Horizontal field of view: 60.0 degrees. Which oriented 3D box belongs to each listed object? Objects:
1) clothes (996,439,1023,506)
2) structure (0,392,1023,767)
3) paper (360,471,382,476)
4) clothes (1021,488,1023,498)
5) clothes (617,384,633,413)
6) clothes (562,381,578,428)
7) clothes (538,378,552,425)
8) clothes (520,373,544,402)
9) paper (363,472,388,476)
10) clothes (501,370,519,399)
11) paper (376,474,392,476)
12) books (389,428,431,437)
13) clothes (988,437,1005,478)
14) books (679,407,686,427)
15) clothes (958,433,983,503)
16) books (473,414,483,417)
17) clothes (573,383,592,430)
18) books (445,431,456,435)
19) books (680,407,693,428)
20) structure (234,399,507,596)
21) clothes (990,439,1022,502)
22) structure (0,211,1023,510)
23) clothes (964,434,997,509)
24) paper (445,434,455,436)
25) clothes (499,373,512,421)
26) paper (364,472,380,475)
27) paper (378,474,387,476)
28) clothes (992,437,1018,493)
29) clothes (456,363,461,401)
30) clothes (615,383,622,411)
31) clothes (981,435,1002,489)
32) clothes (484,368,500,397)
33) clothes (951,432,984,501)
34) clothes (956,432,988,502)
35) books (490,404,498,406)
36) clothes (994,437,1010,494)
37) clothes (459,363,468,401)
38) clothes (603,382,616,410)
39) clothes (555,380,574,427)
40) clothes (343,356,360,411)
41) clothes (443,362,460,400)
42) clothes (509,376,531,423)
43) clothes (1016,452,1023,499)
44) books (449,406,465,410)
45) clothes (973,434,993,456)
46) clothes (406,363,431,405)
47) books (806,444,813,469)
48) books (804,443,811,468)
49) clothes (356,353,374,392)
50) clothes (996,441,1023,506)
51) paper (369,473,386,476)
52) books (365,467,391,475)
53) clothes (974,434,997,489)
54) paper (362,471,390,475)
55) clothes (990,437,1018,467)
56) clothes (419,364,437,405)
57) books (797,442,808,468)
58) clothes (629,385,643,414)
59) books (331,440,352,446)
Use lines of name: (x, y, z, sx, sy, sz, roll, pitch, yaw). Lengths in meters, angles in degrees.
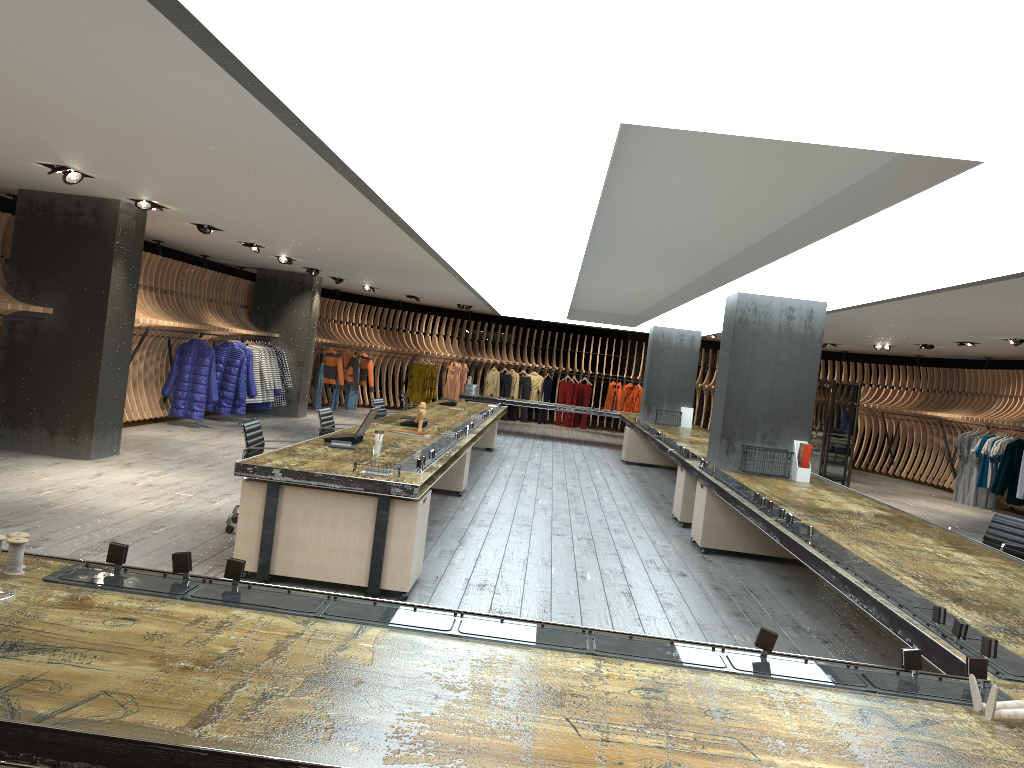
clothes: (8.330, 1.440, 14.358, 0.914, 1.081, 0.238, 7, 1, 2)
structure: (0.874, 0.998, 10.395, 4.836, 0.844, 18.478, 7, 1, 3)
paper: (-0.888, 0.576, 5.720, 0.176, 0.003, 0.130, 7, 1, 1)
clothes: (8.262, 1.429, 13.666, 0.733, 1.106, 0.165, 7, 1, 2)
clothes: (3.060, 0.427, 23.606, 0.201, 0.881, 0.839, 7, 1, 33)
clothes: (1.566, 0.595, 23.716, 0.093, 1.337, 0.552, 7, 1, -27)
clothes: (0.879, 0.507, 23.655, 0.087, 1.352, 0.539, 7, 1, 27)
clothes: (0.547, 0.142, 23.574, 0.705, 0.889, 0.250, 7, 1, 23)
paper: (-0.874, 0.575, 5.724, 0.176, 0.004, 0.130, 7, 1, 7)
clothes: (-0.033, 0.078, 23.438, 0.705, 0.889, 0.249, 8, 1, 43)
paper: (-0.874, 0.576, 5.724, 0.176, 0.004, 0.130, 7, 2, 11)
books: (-1.000, 0.475, 8.684, 0.366, 0.026, 0.213, 7, 2, 13)
clothes: (8.391, 1.371, 15.041, 0.743, 0.960, 0.167, 7, 1, -4)
books: (3.202, 0.618, 16.282, 0.215, 0.368, 0.075, 7, 1, 3)
clothes: (8.359, 1.599, 15.824, 0.677, 1.434, 0.203, 7, 1, 17)
books: (-0.459, 0.439, 12.302, 0.155, 0.025, 0.110, 7, 1, -2)
clothes: (1.853, 0.630, 23.719, 0.552, 1.337, 0.093, 7, 1, 43)
books: (-0.611, 0.505, 9.086, 0.155, 0.025, 0.110, 7, 1, -2)
books: (3.200, 0.619, 16.254, 0.215, 0.368, 0.073, 7, 1, 3)
structure: (-0.938, 0.773, 10.694, 1.162, 0.844, 10.453, 7, 1, 3)
clothes: (8.328, 1.437, 14.481, 0.914, 1.081, 0.238, 7, 1, 2)
structure: (1.438, 0.301, 6.292, 14.883, 2.439, 36.560, 7, 1, 3)
clothes: (8.352, 1.602, 15.688, 0.677, 1.434, 0.204, 7, 1, -13)
paper: (-0.633, 0.519, 9.086, 0.176, 0.003, 0.130, 7, 1, 1)
clothes: (-0.271, 0.380, 23.360, 0.540, 1.352, 0.087, 7, 1, 37)
paper: (-0.874, 0.574, 5.724, 0.176, 0.004, 0.130, 7, 1, 7)
paper: (-0.874, 0.574, 5.724, 0.176, 0.004, 0.130, 7, 2, 9)
clothes: (8.315, 1.356, 14.639, 0.734, 0.937, 0.164, 7, 1, 6)
clothes: (-1.446, 0.023, 22.812, 0.125, 1.156, 0.447, 7, 1, -28)
clothes: (2.860, 0.401, 23.684, 0.201, 0.881, 0.839, 7, 1, 8)
clothes: (8.363, 1.352, 15.094, 0.744, 0.931, 0.158, 7, 1, 7)
clothes: (-0.525, 0.024, 23.252, 0.249, 0.889, 0.705, 6, 1, -37)
clothes: (8.372, 1.593, 16.104, 0.677, 1.434, 0.203, 7, 1, 17)
clothes: (8.367, 1.596, 15.964, 0.677, 1.434, 0.204, 7, 1, -8)
books: (-0.310, 0.369, 15.677, 0.155, 0.025, 0.110, 7, 1, -2)
clothes: (8.336, 1.369, 14.825, 0.742, 0.950, 0.168, 7, 1, -14)
clothes: (-1.302, 0.038, 22.889, 0.125, 1.156, 0.447, 6, 1, -33)
clothes: (2.627, 0.374, 23.661, 0.201, 0.881, 0.839, 7, 1, 18)
clothes: (1.401, 0.576, 23.709, 0.093, 1.337, 0.552, 6, 1, -42)
clothes: (-3.716, 0.048, 20.614, 0.308, 1.421, 0.200, 7, 1, -25)
clothes: (-1.545, 0.013, 22.750, 0.447, 1.156, 0.125, 7, 1, 37)
clothes: (0.221, 0.435, 23.508, 0.540, 1.352, 0.087, 7, 1, 27)
clothes: (8.328, 1.432, 13.853, 0.733, 1.106, 0.165, 7, 1, 7)
books: (-0.834, 0.369, 13.498, 0.213, 0.026, 0.366, 7, 1, 3)
clothes: (8.375, 1.347, 15.334, 0.744, 0.931, 0.158, 7, 1, 27)
clothes: (-2.319, -0.001, 22.172, 0.665, 1.044, 0.168, 7, 1, 33)
books: (2.897, 0.773, 8.763, 0.048, 0.368, 0.215, 7, 1, 3)
books: (2.875, 0.771, 8.764, 0.048, 0.368, 0.215, 7, 1, 3)
clothes: (-3.544, -0.293, 20.843, 0.840, 0.881, 0.200, 7, 1, 33)
clothes: (8.318, 1.441, 14.271, 0.914, 1.081, 0.238, 7, 1, 7)
paper: (-0.874, 0.575, 5.724, 0.176, 0.004, 0.130, 7, 1, 6)
books: (-0.866, 0.562, 5.720, 0.155, 0.025, 0.110, 7, 1, -2)
clothes: (8.313, 1.357, 15.240, 0.738, 0.971, 0.167, 7, 1, 11)
paper: (-0.874, 0.573, 5.724, 0.176, 0.004, 0.130, 7, 2, 9)
clothes: (8.385, 1.356, 14.900, 0.742, 0.938, 0.162, 7, 1, -3)
clothes: (-2.183, 0.012, 22.293, 0.665, 1.044, 0.168, 7, 1, 33)
books: (2.854, 0.768, 8.765, 0.048, 0.368, 0.215, 7, 1, 3)
clothes: (3.296, 0.457, 23.544, 0.200, 0.881, 0.840, 7, 1, -17)
books: (-1.355, 0.463, 6.971, 0.186, 0.027, 0.112, 7, 1, -12)
